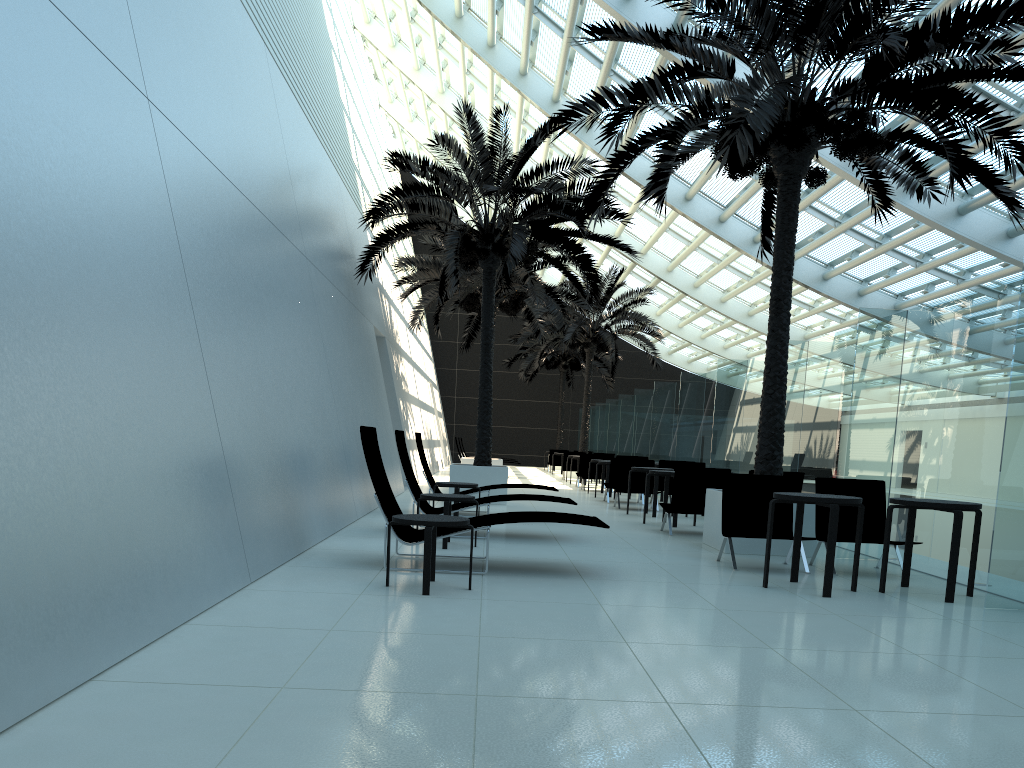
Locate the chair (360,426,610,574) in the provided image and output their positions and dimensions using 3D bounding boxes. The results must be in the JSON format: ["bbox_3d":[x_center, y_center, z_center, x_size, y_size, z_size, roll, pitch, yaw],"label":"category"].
[{"bbox_3d":[-0.228,0.990,7.448,2.037,1.168,0.914,3,3,-2],"label":"chair"}]

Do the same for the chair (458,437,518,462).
[{"bbox_3d":[-0.805,2.421,29.357,2.037,1.168,0.914,3,3,-2],"label":"chair"}]

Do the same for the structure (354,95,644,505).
[{"bbox_3d":[-0.336,-1.331,15.055,4.649,6.896,4.229,1,4,-23],"label":"structure"}]

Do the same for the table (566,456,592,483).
[{"bbox_3d":[1.970,2.492,25.447,0.675,0.788,0.679,4,3,37],"label":"table"}]

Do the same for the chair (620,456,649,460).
[{"bbox_3d":[3.024,2.202,21.166,0.716,0.895,0.881,3,2,-2],"label":"chair"}]

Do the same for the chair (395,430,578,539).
[{"bbox_3d":[-0.296,1.158,10.020,2.037,1.168,0.914,3,3,-2],"label":"chair"}]

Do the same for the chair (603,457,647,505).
[{"bbox_3d":[2.211,1.898,17.192,0.716,0.895,0.881,3,2,-2],"label":"chair"}]

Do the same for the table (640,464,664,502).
[{"bbox_3d":[3.115,2.078,18.405,0.674,0.788,0.679,5,3,41],"label":"table"}]

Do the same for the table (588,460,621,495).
[{"bbox_3d":[2.117,2.126,19.840,0.675,0.788,0.679,4,3,37],"label":"table"}]

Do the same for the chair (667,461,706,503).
[{"bbox_3d":[3.172,1.832,15.512,0.716,0.895,0.881,3,2,-2],"label":"chair"}]

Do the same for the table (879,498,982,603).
[{"bbox_3d":[3.421,1.343,7.134,0.680,0.788,0.674,1,3,-44],"label":"table"}]

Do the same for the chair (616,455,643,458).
[{"bbox_3d":[2.993,2.313,22.863,0.716,0.895,0.881,3,2,-2],"label":"chair"}]

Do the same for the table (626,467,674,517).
[{"bbox_3d":[2.266,1.757,14.198,0.675,0.788,0.679,4,3,37],"label":"table"}]

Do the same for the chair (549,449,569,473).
[{"bbox_3d":[1.796,2.891,32.410,0.716,0.895,0.881,3,2,-2],"label":"chair"}]

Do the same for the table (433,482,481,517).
[{"bbox_3d":[-0.731,1.559,11.455,0.550,0.521,0.554,4,2,41],"label":"table"}]

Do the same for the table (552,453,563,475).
[{"bbox_3d":[1.821,2.862,31.113,0.675,0.788,0.679,4,3,37],"label":"table"}]

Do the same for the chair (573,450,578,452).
[{"bbox_3d":[2.697,3.050,34.137,0.716,0.895,0.881,3,2,-2],"label":"chair"}]

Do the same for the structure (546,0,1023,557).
[{"bbox_3d":[2.974,-1.639,9.427,4.806,7.084,4.414,4,4,17],"label":"structure"}]

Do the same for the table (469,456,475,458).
[{"bbox_3d":[-1.242,2.827,30.872,0.550,0.521,0.554,4,2,41],"label":"table"}]

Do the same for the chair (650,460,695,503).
[{"bbox_3d":[3.142,1.945,17.222,0.716,0.895,0.881,3,2,-2],"label":"chair"}]

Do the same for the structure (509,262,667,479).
[{"bbox_3d":[2.465,-0.389,28.568,4.827,7.084,4.394,2,4,-8],"label":"structure"}]

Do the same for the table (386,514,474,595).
[{"bbox_3d":[-0.595,1.223,6.311,0.550,0.521,0.554,4,2,41],"label":"table"}]

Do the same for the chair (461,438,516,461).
[{"bbox_3d":[-0.875,2.594,32.009,2.037,1.168,0.914,3,3,-2],"label":"chair"}]

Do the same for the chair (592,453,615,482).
[{"bbox_3d":[2.877,2.566,26.748,0.716,0.895,0.881,3,2,-2],"label":"chair"}]

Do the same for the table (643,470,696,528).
[{"bbox_3d":[2.299,1.651,12.581,0.674,0.788,0.679,5,3,41],"label":"table"}]

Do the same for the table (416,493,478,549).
[{"bbox_3d":[-0.663,1.391,8.883,0.550,0.521,0.554,4,2,41],"label":"table"}]

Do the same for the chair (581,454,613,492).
[{"bbox_3d":[2.092,2.155,21.137,0.716,0.895,0.881,3,2,-2],"label":"chair"}]

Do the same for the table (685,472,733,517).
[{"bbox_3d":[3.234,1.806,14.229,0.675,0.788,0.679,4,3,37],"label":"table"}]

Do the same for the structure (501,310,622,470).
[{"bbox_3d":[2.277,0.144,36.713,4.463,7.082,4.755,1,4,-23],"label":"structure"}]

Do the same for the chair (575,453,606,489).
[{"bbox_3d":[2.062,2.266,22.834,0.716,0.895,0.881,3,2,-2],"label":"chair"}]

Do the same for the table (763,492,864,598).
[{"bbox_3d":[2.452,1.294,7.103,0.680,0.788,0.674,1,3,-44],"label":"table"}]

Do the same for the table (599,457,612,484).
[{"bbox_3d":[2.938,2.541,25.478,0.675,0.788,0.679,4,3,37],"label":"table"}]

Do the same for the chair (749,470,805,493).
[{"bbox_3d":[3.294,1.566,11.428,0.716,0.895,0.881,3,2,-2],"label":"chair"}]

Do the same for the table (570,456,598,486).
[{"bbox_3d":[1.998,2.398,24.016,0.674,0.788,0.679,5,3,41],"label":"table"}]

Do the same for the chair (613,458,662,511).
[{"bbox_3d":[2.241,1.785,15.482,0.716,0.895,0.881,3,2,-2],"label":"chair"}]

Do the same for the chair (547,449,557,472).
[{"bbox_3d":[1.766,3.003,34.107,0.716,0.895,0.881,3,2,-2],"label":"chair"}]

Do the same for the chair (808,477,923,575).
[{"bbox_3d":[3.362,1.361,8.302,0.716,0.895,0.881,3,2,-2],"label":"chair"}]

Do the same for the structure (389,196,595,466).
[{"bbox_3d":[-0.697,-0.980,21.045,4.259,6.956,4.618,5,4,32],"label":"structure"}]

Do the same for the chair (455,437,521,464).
[{"bbox_3d":[-0.737,2.253,26.785,2.037,1.168,0.914,3,3,-2],"label":"chair"}]

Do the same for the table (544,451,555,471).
[{"bbox_3d":[1.702,3.135,35.289,0.680,0.788,0.674,1,3,-44],"label":"table"}]

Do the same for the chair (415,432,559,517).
[{"bbox_3d":[-0.364,1.326,12.592,2.037,1.168,0.914,3,3,-2],"label":"chair"}]

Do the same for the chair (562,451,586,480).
[{"bbox_3d":[1.946,2.519,26.719,0.716,0.895,0.881,3,2,-2],"label":"chair"}]

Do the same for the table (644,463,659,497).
[{"bbox_3d":[3.086,2.175,19.871,0.675,0.788,0.679,4,3,37],"label":"table"}]

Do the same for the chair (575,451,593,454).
[{"bbox_3d":[2.727,2.938,32.439,0.716,0.895,0.881,3,2,-2],"label":"chair"}]

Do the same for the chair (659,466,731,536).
[{"bbox_3d":[2.363,1.519,11.399,0.716,0.895,0.881,3,2,-2],"label":"chair"}]

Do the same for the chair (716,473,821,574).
[{"bbox_3d":[2.431,1.314,8.273,0.716,0.895,0.881,3,2,-2],"label":"chair"}]

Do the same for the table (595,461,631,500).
[{"bbox_3d":[2.147,2.030,18.374,0.674,0.788,0.679,5,3,41],"label":"table"}]
